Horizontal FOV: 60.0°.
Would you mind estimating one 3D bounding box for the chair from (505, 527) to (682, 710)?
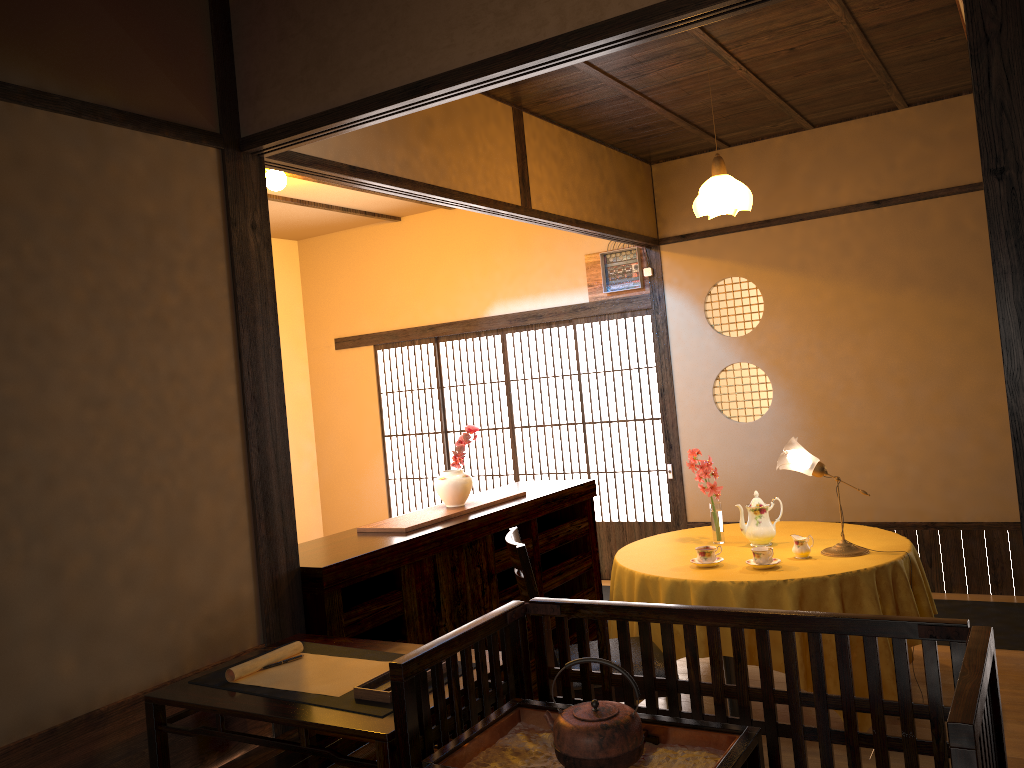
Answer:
[{"bbox_3d":[0.306,1.044,3.441,0.577,0.961,0.490,-5,-1,-4],"label":"chair"}]

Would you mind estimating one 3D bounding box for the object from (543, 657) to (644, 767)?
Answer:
[{"bbox_3d":[0.182,0.705,1.930,0.198,0.216,0.198,-5,-1,-20],"label":"object"}]

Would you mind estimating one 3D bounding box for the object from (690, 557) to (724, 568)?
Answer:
[{"bbox_3d":[0.834,0.765,3.791,0.144,0.024,0.144,-5,0,-9],"label":"object"}]

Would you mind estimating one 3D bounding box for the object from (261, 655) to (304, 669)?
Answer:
[{"bbox_3d":[-0.683,0.830,2.644,0.141,0.010,0.012,-5,0,-44],"label":"object"}]

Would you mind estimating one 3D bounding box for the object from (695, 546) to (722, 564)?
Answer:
[{"bbox_3d":[0.834,0.732,3.788,0.090,0.076,0.099,-5,-1,-34],"label":"object"}]

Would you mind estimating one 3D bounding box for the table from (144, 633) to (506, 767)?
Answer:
[{"bbox_3d":[-0.487,0.989,2.505,0.879,0.337,0.601,-6,0,31],"label":"table"}]

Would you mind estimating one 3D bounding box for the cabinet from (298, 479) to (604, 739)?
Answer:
[{"bbox_3d":[-0.260,1.090,4.141,0.488,0.971,2.187,-6,-1,31],"label":"cabinet"}]

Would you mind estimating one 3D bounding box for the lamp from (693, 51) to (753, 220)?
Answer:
[{"bbox_3d":[0.949,-1.192,4.147,0.277,0.811,0.249,-4,-2,-37],"label":"lamp"}]

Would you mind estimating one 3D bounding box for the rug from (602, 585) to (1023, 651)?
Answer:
[{"bbox_3d":[1.575,1.402,5.465,2.951,0.005,0.902,-5,0,31],"label":"rug"}]

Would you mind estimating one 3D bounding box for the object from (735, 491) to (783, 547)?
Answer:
[{"bbox_3d":[1.150,0.620,4.111,0.163,0.253,0.154,-7,-2,44],"label":"object"}]

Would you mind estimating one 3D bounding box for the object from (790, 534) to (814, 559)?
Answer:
[{"bbox_3d":[1.235,0.690,3.777,0.083,0.098,0.078,-5,-1,1],"label":"object"}]

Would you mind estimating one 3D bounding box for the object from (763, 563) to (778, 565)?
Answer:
[{"bbox_3d":[1.039,0.736,3.614,0.126,0.019,0.029,-5,0,35],"label":"object"}]

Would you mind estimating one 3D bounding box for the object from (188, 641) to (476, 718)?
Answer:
[{"bbox_3d":[-0.511,0.821,2.515,0.759,0.003,0.405,-5,0,34],"label":"object"}]

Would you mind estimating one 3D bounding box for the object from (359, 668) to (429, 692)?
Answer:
[{"bbox_3d":[-0.312,0.785,2.348,0.082,0.019,0.200,-5,0,32],"label":"object"}]

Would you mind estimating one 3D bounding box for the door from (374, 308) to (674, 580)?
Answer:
[{"bbox_3d":[0.015,0.544,7.164,2.644,2.002,0.066,-6,-2,31],"label":"door"}]

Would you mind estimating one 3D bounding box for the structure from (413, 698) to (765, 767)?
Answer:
[{"bbox_3d":[0.181,0.944,1.936,0.665,0.300,0.453,-6,0,31],"label":"structure"}]

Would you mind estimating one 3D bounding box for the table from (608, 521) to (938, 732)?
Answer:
[{"bbox_3d":[1.157,1.094,4.064,1.442,0.696,1.444,-6,0,31],"label":"table"}]

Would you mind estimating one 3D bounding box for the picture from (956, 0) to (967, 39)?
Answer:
[{"bbox_3d":[1.916,-1.391,3.671,0.117,0.565,2.045,-6,-1,31],"label":"picture"}]

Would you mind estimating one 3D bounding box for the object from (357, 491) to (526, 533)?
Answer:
[{"bbox_3d":[-0.299,0.596,4.186,0.267,0.020,0.998,-5,0,31],"label":"object"}]

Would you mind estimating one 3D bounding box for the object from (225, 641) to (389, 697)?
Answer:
[{"bbox_3d":[-0.564,0.805,2.531,0.429,0.038,0.275,-5,0,31],"label":"object"}]

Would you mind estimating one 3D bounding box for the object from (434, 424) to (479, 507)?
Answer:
[{"bbox_3d":[-0.245,0.391,4.301,0.189,0.378,0.321,-6,-1,40],"label":"object"}]

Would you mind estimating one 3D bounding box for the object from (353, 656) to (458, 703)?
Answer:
[{"bbox_3d":[-0.279,0.783,2.375,0.121,0.028,0.295,-5,0,32],"label":"object"}]

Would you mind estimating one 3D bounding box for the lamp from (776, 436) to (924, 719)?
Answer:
[{"bbox_3d":[1.438,0.813,3.789,0.511,1.204,0.198,-6,-2,32],"label":"lamp"}]

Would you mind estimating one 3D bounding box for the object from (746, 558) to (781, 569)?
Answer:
[{"bbox_3d":[1.040,0.745,3.666,0.144,0.024,0.144,-5,0,-9],"label":"object"}]

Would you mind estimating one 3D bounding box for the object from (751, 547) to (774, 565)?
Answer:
[{"bbox_3d":[1.036,0.713,3.662,0.090,0.076,0.099,-6,-1,16],"label":"object"}]

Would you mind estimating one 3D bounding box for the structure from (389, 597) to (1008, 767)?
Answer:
[{"bbox_3d":[0.404,0.823,1.967,1.195,0.500,0.598,-6,-1,31],"label":"structure"}]
